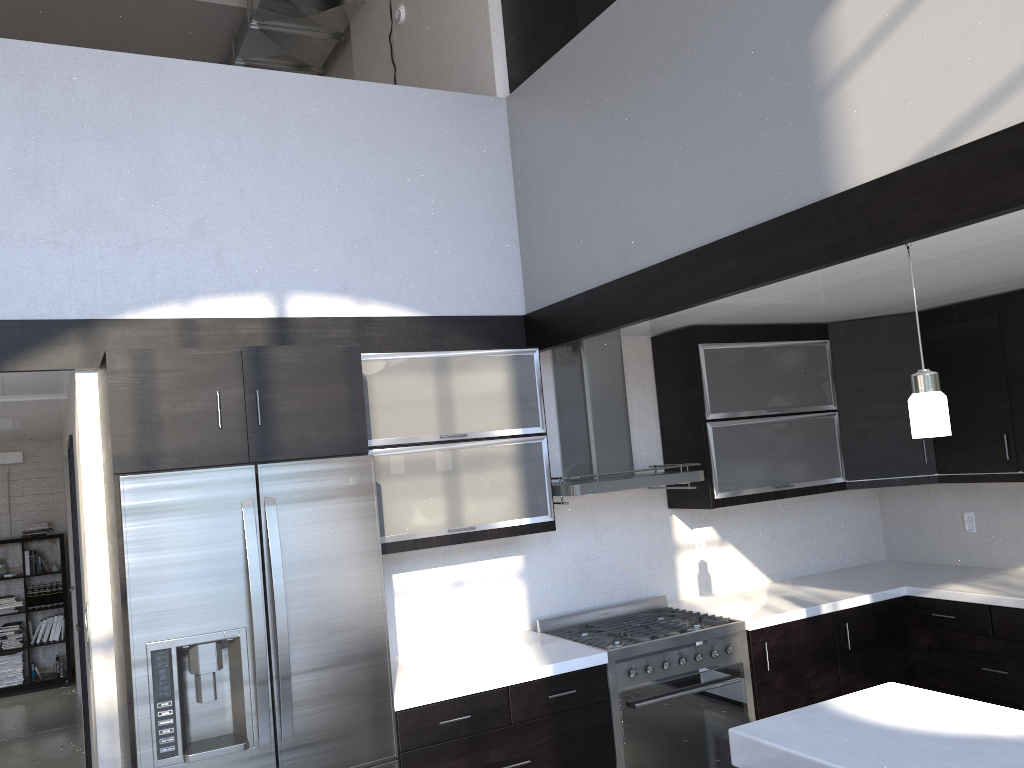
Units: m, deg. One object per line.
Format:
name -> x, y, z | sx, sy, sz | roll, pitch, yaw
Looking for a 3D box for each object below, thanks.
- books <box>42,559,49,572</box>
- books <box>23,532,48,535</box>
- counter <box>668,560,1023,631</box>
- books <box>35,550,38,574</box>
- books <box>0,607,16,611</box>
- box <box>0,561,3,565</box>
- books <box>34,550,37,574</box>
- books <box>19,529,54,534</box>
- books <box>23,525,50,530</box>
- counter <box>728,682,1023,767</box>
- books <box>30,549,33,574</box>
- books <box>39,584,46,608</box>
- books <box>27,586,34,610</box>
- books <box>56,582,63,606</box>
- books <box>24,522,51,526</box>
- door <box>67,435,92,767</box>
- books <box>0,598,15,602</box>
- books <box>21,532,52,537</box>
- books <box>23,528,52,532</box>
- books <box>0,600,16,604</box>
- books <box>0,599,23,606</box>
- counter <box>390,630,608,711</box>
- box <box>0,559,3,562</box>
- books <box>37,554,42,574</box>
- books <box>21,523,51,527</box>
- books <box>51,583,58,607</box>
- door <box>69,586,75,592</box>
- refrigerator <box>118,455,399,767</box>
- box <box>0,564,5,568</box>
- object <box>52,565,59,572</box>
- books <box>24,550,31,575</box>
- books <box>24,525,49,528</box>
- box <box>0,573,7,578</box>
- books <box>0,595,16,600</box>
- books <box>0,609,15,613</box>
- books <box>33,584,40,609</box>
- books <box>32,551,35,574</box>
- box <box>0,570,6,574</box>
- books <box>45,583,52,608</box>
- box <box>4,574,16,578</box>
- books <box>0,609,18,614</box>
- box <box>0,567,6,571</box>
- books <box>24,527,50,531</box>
books -> -4.277, 1.663, 8.124 | 0.054, 0.121, 0.079 | -3, -4, -28
books -> -4.397, 1.380, 8.198 | 0.199, 0.010, 0.126 | -3, -5, -21
counter -> 2.475, 0.881, 3.084 | 1.708, 0.045, 4.244 | -3, -5, -28
books -> -4.357, 1.629, 8.132 | 0.012, 0.214, 0.135 | -3, -4, -28
books -> -4.602, 2.025, 8.017 | 0.161, 0.019, 0.254 | -1, -6, -39
box -> -4.652, 1.624, 8.032 | 0.072, 0.029, 0.072 | -2, -5, -33
books -> -4.371, 1.629, 8.134 | 0.012, 0.214, 0.135 | -3, -4, -28
books -> -4.399, 1.366, 8.206 | 0.259, 0.019, 0.138 | -1, -6, -41
books -> -4.401, 1.328, 8.202 | 0.206, 0.014, 0.131 | -3, -5, -21
counter -> 1.521, 0.795, 1.523 | 0.976, 0.095, 2.296 | -3, -5, -28
books -> -4.405, 1.629, 8.131 | 0.021, 0.219, 0.134 | -3, -4, -28
books -> -4.307, 1.943, 8.131 | 0.048, 0.207, 0.144 | -3, -4, -28
books -> -4.392, 1.947, 8.086 | 0.048, 0.207, 0.144 | -3, -4, -28
books -> -4.188, 1.939, 8.214 | 0.048, 0.207, 0.144 | -3, -4, -28
books -> -4.395, 1.297, 8.207 | 0.201, 0.010, 0.126 | -4, -5, -11
door -> -2.152, 1.309, 4.697 | 0.271, 2.056, 0.751 | -3, -4, -28
books -> -4.604, 1.954, 8.036 | 0.155, 0.016, 0.244 | -2, -6, -34
books -> -4.397, 1.394, 8.206 | 0.214, 0.016, 0.137 | -5, -5, -6
books -> -4.396, 1.351, 8.213 | 0.223, 0.009, 0.125 | -2, -6, -36
books -> -4.601, 1.968, 8.020 | 0.169, 0.015, 0.268 | -1, -6, -39
books -> -4.584, 1.983, 8.022 | 0.233, 0.011, 0.290 | -1, -6, -40
counter -> -0.170, 1.174, 3.698 | 0.919, 0.047, 0.677 | -3, -5, -28
box -> -4.654, 1.599, 8.034 | 0.055, 0.020, 0.055 | -5, -5, -8
books -> -4.322, 1.646, 8.117 | 0.031, 0.171, 0.104 | -3, -4, -28
books -> -4.410, 1.308, 8.216 | 0.223, 0.009, 0.125 | -4, -5, -16
books -> -4.222, 1.939, 8.175 | 0.048, 0.207, 0.144 | -3, -4, -28
door -> -3.362, 1.595, 6.916 | 0.160, 2.059, 1.753 | -3, -5, -28
refrigerator -> -0.955, 1.195, 3.283 | 0.852, 1.770, 0.822 | -3, -4, -28
box -> -4.650, 1.651, 8.031 | 0.075, 0.027, 0.075 | -5, -5, -6
object -> -4.205, 1.695, 8.165 | 0.060, 0.061, 0.060 | -5, -4, -2
books -> -4.415, 1.629, 8.084 | 0.039, 0.215, 0.130 | -3, -4, -28
books -> -4.400, 1.317, 8.211 | 0.199, 0.010, 0.126 | -3, -5, -26
box -> -4.642, 1.737, 8.025 | 0.096, 0.034, 0.096 | -8, -5, 34
books -> -4.596, 1.940, 8.041 | 0.149, 0.011, 0.236 | -1, -6, -39
books -> -4.600, 2.042, 8.012 | 0.169, 0.015, 0.268 | -2, -6, -34
books -> -4.343, 1.944, 8.097 | 0.048, 0.207, 0.144 | -3, -4, -28
books -> -4.388, 1.637, 8.137 | 0.015, 0.202, 0.129 | -3, -4, -28
box -> -4.645, 1.706, 8.027 | 0.084, 0.028, 0.084 | -7, -5, 16
books -> -4.253, 1.938, 8.130 | 0.050, 0.207, 0.146 | -3, -4, -27
box -> -4.535, 1.731, 8.014 | 0.071, 0.023, 0.071 | -6, -5, 5
books -> -4.588, 2.057, 8.022 | 0.169, 0.015, 0.268 | -1, -6, -39
box -> -4.647, 1.678, 8.029 | 0.084, 0.028, 0.084 | -6, -5, 8
books -> -4.392, 1.339, 8.202 | 0.199, 0.010, 0.126 | -2, -6, -36
